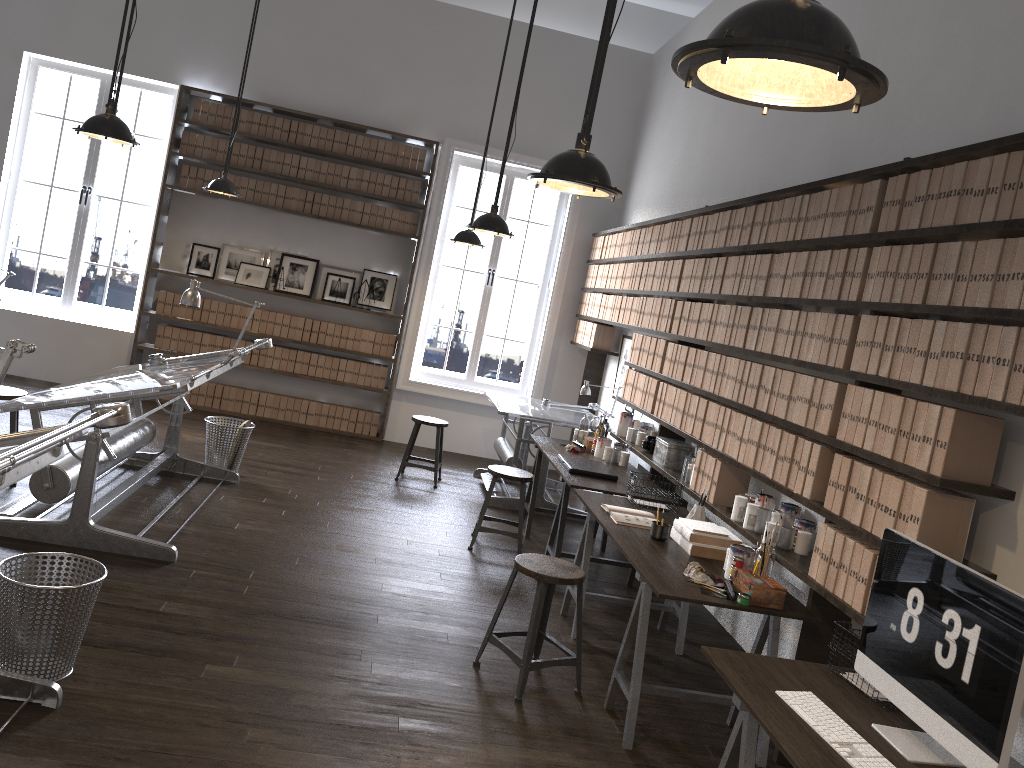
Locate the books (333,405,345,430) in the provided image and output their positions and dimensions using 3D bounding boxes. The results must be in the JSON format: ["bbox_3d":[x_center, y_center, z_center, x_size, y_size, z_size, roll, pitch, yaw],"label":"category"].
[{"bbox_3d":[-1.734,0.334,8.866,0.066,0.225,0.175,11,4,-8],"label":"books"}]

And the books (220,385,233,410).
[{"bbox_3d":[-2.805,0.132,8.720,0.066,0.225,0.175,11,4,-8],"label":"books"}]

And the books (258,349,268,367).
[{"bbox_3d":[-2.443,-0.288,8.737,0.066,0.225,0.175,11,4,-8],"label":"books"}]

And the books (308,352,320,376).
[{"bbox_3d":[-1.967,-0.199,8.794,0.066,0.225,0.175,11,4,-8],"label":"books"}]

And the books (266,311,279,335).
[{"bbox_3d":[-2.363,-0.600,8.726,0.066,0.225,0.175,11,4,-8],"label":"books"}]

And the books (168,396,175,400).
[{"bbox_3d":[-3.288,0.042,8.653,0.066,0.225,0.175,11,4,-8],"label":"books"}]

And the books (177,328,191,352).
[{"bbox_3d":[-3.193,-0.430,8.635,0.066,0.225,0.175,11,4,-8],"label":"books"}]

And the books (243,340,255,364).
[{"bbox_3d":[-2.588,-0.316,8.717,0.066,0.225,0.175,11,4,-8],"label":"books"}]

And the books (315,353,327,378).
[{"bbox_3d":[-1.897,-0.186,8.807,0.066,0.225,0.175,11,4,-8],"label":"books"}]

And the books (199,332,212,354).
[{"bbox_3d":[-2.986,-0.390,8.659,0.066,0.225,0.175,11,4,-8],"label":"books"}]

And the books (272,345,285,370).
[{"bbox_3d":[-2.308,-0.263,8.752,0.066,0.225,0.175,11,4,-8],"label":"books"}]

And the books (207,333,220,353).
[{"bbox_3d":[-2.925,-0.379,8.669,0.066,0.225,0.175,11,4,-8],"label":"books"}]

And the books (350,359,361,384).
[{"bbox_3d":[-1.561,-0.123,8.855,0.066,0.225,0.175,11,4,-8],"label":"books"}]

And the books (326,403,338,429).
[{"bbox_3d":[-1.803,0.321,8.856,0.066,0.225,0.175,11,4,-8],"label":"books"}]

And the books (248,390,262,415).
[{"bbox_3d":[-2.539,0.183,8.753,0.066,0.225,0.175,11,4,-8],"label":"books"}]

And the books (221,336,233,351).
[{"bbox_3d":[-2.795,-0.355,8.688,0.066,0.225,0.175,11,4,-8],"label":"books"}]

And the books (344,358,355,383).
[{"bbox_3d":[-1.622,-0.134,8.845,0.066,0.225,0.175,11,4,-8],"label":"books"}]

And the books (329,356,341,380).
[{"bbox_3d":[-1.762,-0.160,8.828,0.066,0.225,0.175,11,4,-8],"label":"books"}]

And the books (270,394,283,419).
[{"bbox_3d":[-2.335,0.221,8.783,0.066,0.225,0.175,11,4,-8],"label":"books"}]

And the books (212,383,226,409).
[{"bbox_3d":[-2.876,0.119,8.705,0.067,0.225,0.175,11,4,-8],"label":"books"}]

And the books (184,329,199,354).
[{"bbox_3d":[-3.125,-0.417,8.642,0.066,0.225,0.175,11,4,-8],"label":"books"}]

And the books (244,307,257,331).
[{"bbox_3d":[-2.569,-0.639,8.694,0.066,0.225,0.175,11,4,-8],"label":"books"}]

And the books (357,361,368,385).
[{"bbox_3d":[-1.496,-0.110,8.859,0.067,0.225,0.175,11,4,-8],"label":"books"}]

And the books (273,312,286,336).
[{"bbox_3d":[-2.294,-0.587,8.731,0.066,0.225,0.175,11,4,-8],"label":"books"}]

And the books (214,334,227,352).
[{"bbox_3d":[-2.860,-0.366,8.673,0.067,0.225,0.175,11,4,-8],"label":"books"}]

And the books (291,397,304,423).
[{"bbox_3d":[-2.134,0.259,8.810,0.066,0.225,0.175,11,4,-8],"label":"books"}]

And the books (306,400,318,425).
[{"bbox_3d":[-1.995,0.285,8.827,0.066,0.225,0.175,11,4,-8],"label":"books"}]

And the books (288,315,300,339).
[{"bbox_3d":[-2.153,-0.560,8.747,0.067,0.225,0.175,11,4,-8],"label":"books"}]

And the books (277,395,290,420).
[{"bbox_3d":[-2.269,0.234,8.787,0.067,0.225,0.175,11,4,-8],"label":"books"}]

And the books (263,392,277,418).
[{"bbox_3d":[-2.396,0.210,8.773,0.066,0.225,0.175,11,4,-8],"label":"books"}]

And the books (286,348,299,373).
[{"bbox_3d":[-2.172,-0.238,8.772,0.066,0.225,0.175,11,4,-8],"label":"books"}]

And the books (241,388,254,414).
[{"bbox_3d":[-2.609,0.170,8.740,0.066,0.225,0.175,11,4,-8],"label":"books"}]

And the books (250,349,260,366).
[{"bbox_3d":[-2.514,-0.301,8.721,0.067,0.225,0.175,11,4,-8],"label":"books"}]

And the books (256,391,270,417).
[{"bbox_3d":[-2.466,0.196,8.761,0.067,0.225,0.175,11,4,-8],"label":"books"}]

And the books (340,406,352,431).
[{"bbox_3d":[-1.665,0.347,8.871,0.066,0.225,0.175,11,4,-8],"label":"books"}]

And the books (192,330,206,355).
[{"bbox_3d":[-3.056,-0.403,8.648,0.067,0.225,0.175,11,4,-8],"label":"books"}]

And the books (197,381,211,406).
[{"bbox_3d":[-3.019,0.093,8.686,0.066,0.225,0.175,11,4,-8],"label":"books"}]

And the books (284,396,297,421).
[{"bbox_3d":[-2.202,0.246,8.803,0.066,0.225,0.175,11,4,-8],"label":"books"}]

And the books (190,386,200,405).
[{"bbox_3d":[-3.088,0.079,8.681,0.066,0.225,0.175,11,4,-8],"label":"books"}]

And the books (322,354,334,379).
[{"bbox_3d":[-1.830,-0.173,8.821,0.066,0.225,0.175,11,4,-8],"label":"books"}]

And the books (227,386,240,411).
[{"bbox_3d":[-2.741,0.144,8.727,0.066,0.225,0.175,11,4,-8],"label":"books"}]

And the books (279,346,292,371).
[{"bbox_3d":[-2.241,-0.251,8.765,0.066,0.225,0.175,11,4,-8],"label":"books"}]

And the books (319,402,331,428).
[{"bbox_3d":[-1.868,0.309,8.841,0.067,0.225,0.175,11,4,-8],"label":"books"}]

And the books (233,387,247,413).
[{"bbox_3d":[-2.679,0.157,8.731,0.067,0.225,0.175,11,4,-8],"label":"books"}]

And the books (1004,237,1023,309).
[{"bbox_3d":[1.587,-0.310,2.638,0.174,0.225,0.067,11,3,-8],"label":"books"}]

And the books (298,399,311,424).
[{"bbox_3d":[-2.065,0.272,8.816,0.067,0.225,0.175,11,4,-8],"label":"books"}]

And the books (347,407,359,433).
[{"bbox_3d":[-1.596,0.359,8.885,0.066,0.225,0.175,11,4,-8],"label":"books"}]

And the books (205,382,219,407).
[{"bbox_3d":[-2.950,0.105,8.701,0.066,0.225,0.175,11,4,-8],"label":"books"}]

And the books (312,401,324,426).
[{"bbox_3d":[-1.934,0.296,8.837,0.066,0.225,0.175,11,4,-8],"label":"books"}]

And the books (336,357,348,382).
[{"bbox_3d":[-1.693,-0.147,8.833,0.067,0.225,0.175,11,4,-8],"label":"books"}]

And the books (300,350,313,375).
[{"bbox_3d":[-2.037,-0.212,8.785,0.067,0.225,0.175,11,4,-8],"label":"books"}]

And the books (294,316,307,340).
[{"bbox_3d":[-2.092,-0.549,8.760,0.066,0.225,0.175,11,4,-8],"label":"books"}]

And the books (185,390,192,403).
[{"bbox_3d":[-3.157,0.066,8.672,0.066,0.225,0.175,11,4,-8],"label":"books"}]

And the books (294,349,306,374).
[{"bbox_3d":[-2.100,-0.224,8.781,0.066,0.225,0.175,11,4,-8],"label":"books"}]

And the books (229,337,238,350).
[{"bbox_3d":[-2.726,-0.342,8.697,0.066,0.225,0.175,11,4,-8],"label":"books"}]

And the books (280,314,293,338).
[{"bbox_3d":[-2.224,-0.574,8.737,0.066,0.225,0.175,11,4,-8],"label":"books"}]
